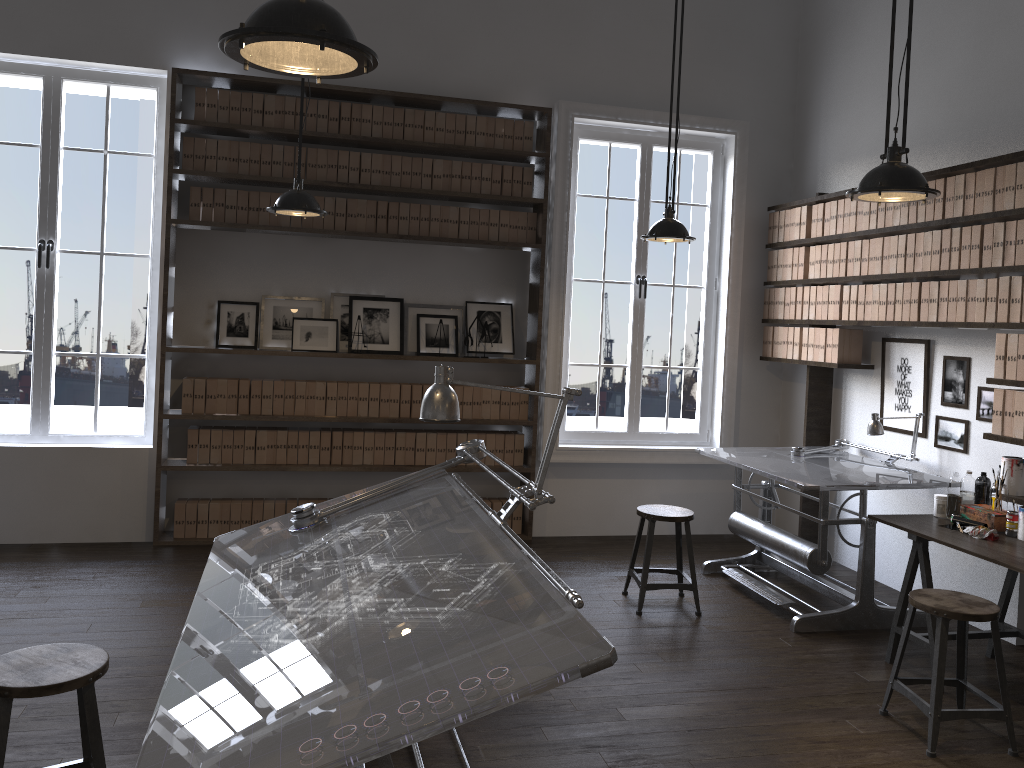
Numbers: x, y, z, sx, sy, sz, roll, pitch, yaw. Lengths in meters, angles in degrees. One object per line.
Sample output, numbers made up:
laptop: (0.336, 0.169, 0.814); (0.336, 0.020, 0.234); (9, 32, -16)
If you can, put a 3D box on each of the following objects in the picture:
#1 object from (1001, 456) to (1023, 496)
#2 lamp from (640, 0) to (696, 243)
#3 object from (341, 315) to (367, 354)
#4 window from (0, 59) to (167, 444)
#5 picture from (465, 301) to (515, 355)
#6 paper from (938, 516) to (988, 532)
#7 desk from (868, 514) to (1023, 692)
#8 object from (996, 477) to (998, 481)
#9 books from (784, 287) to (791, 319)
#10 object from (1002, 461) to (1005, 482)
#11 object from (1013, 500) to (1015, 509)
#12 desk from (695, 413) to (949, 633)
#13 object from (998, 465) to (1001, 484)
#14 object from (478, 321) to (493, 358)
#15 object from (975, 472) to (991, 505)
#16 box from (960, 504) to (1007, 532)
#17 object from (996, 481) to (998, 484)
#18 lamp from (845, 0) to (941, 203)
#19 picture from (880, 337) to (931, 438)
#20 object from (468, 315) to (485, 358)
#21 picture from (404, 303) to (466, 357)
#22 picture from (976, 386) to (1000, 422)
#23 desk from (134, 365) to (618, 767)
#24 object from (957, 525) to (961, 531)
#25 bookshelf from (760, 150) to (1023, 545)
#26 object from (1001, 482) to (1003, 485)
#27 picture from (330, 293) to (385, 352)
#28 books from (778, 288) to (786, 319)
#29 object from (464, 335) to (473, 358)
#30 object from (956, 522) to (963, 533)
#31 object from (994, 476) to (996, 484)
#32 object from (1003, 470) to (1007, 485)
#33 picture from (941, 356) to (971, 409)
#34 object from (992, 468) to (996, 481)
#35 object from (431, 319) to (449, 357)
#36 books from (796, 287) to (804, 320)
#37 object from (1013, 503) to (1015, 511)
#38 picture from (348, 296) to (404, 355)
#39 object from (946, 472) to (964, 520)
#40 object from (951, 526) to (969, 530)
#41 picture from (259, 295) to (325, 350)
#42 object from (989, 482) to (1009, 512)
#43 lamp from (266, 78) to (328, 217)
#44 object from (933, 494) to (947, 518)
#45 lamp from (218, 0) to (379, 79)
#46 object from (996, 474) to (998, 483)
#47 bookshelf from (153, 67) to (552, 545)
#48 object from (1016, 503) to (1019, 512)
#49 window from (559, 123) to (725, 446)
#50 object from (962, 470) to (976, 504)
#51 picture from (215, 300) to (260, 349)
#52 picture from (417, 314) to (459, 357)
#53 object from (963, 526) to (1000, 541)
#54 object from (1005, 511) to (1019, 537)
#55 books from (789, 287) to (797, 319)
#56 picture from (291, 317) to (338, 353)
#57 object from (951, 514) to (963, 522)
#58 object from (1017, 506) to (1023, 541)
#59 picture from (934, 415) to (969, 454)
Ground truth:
object: (2.413, 0.443, 4.262); (0.107, 0.177, 0.107); (2, 2, -12)
lamp: (0.941, -1.943, 5.025); (0.312, 2.250, 0.311); (2, 1, -34)
object: (-1.046, -0.328, 5.887); (0.174, 0.260, 0.040); (2, 1, -14)
window: (-2.948, -0.798, 5.617); (1.482, 2.495, 0.153); (2, 1, -14)
picture: (-0.156, -0.397, 6.263); (0.343, 0.364, 0.161); (2, 2, -14)
paper: (2.061, 0.642, 4.051); (0.137, 0.038, 0.155); (1, 4, -29)
desk: (2.216, 1.039, 3.544); (0.655, 0.668, 1.672); (2, 4, -14)
object: (2.241, 0.505, 4.086); (0.005, 0.147, 0.033); (2, 1, -13)
books: (2.014, -0.562, 6.228); (0.174, 0.225, 0.067); (2, 1, -14)
object: (2.252, 0.467, 4.072); (0.021, 0.228, 0.007); (3, 1, -2)
object: (2.270, 0.599, 3.999); (0.005, 0.147, 0.033); (2, 1, -13)
desk: (1.809, 0.691, 5.120); (1.070, 1.096, 1.272); (2, 3, -14)
object: (2.230, 0.475, 4.062); (0.007, 0.214, 0.055); (3, 1, 21)
object: (-0.185, -0.306, 6.149); (0.110, 0.262, 0.040); (2, 1, -14)
object: (2.266, 0.540, 4.265); (0.068, 0.229, 0.069); (2, 1, -17)
box: (2.208, 0.619, 4.103); (0.137, 0.083, 0.212); (2, 4, -14)
object: (2.230, 0.509, 4.077); (0.005, 0.130, 0.005); (3, 1, -6)
lamp: (1.407, -1.789, 3.136); (0.312, 2.250, 0.311); (2, 1, -34)
picture: (2.367, 0.012, 5.346); (0.040, 0.574, 0.416); (2, 2, -14)
object: (-0.245, -0.327, 6.105); (0.118, 0.304, 0.040); (2, 1, -14)
picture: (-0.539, -0.375, 6.200); (0.433, 0.361, 0.095); (2, 1, -14)
picture: (2.544, 0.113, 4.654); (0.023, 0.183, 0.251); (2, 3, -14)
desk: (-0.407, 0.615, 2.663); (1.076, 1.385, 2.285); (2, 3, -14)
object: (2.038, 0.657, 4.035); (0.005, 0.005, 0.158); (4, 4, 20)
bookshelf: (3.069, 0.626, 2.109); (0.373, 3.202, 9.200); (2, 4, -14)
object: (2.240, 0.456, 4.050); (0.006, 0.017, 0.006); (3, 1, 27)
picture: (-1.061, -0.415, 6.074); (0.369, 0.405, 0.091); (2, 1, -14)
books: (1.993, -0.568, 6.296); (0.174, 0.225, 0.067); (2, 1, -14)
object: (-0.298, -0.257, 6.057); (0.066, 0.165, 0.040); (2, 1, -14)
object: (2.037, 0.650, 4.022); (0.011, 0.017, 0.172); (3, 4, 18)
object: (2.227, 0.499, 4.072); (0.037, 0.153, 0.005); (2, 1, -18)
object: (2.245, 0.482, 4.062); (0.006, 0.192, 0.055); (2, 1, -15)
picture: (2.479, -0.012, 4.942); (0.022, 0.284, 0.202); (2, 2, -15)
object: (2.236, 0.486, 4.080); (0.008, 0.186, 0.071); (2, 1, -13)
object: (-0.489, -0.312, 6.037); (0.124, 0.260, 0.040); (2, 1, -14)
books: (2.050, -0.551, 6.084); (0.174, 0.225, 0.067); (2, 1, -14)
object: (2.267, 0.598, 3.989); (0.005, 0.130, 0.040); (2, 1, -12)
picture: (-0.928, -0.400, 6.053); (0.373, 0.391, 0.149); (2, 1, -14)
object: (2.115, 0.535, 4.228); (0.068, 0.229, 0.069); (2, 1, -17)
object: (2.032, 0.654, 4.016); (0.156, 0.006, 0.006); (0, 4, -34)
picture: (-1.478, -0.407, 5.968); (0.415, 0.365, 0.083); (2, 1, -14)
object: (2.373, 0.518, 4.053); (0.345, 0.146, 0.077); (3, 2, 9)
lamp: (-1.053, -2.001, 4.540); (0.312, 2.250, 0.311); (2, 1, -34)
object: (2.082, 0.591, 4.294); (0.068, 0.104, 0.068); (2, 2, -9)
lamp: (-0.374, -1.776, 1.759); (0.313, 2.250, 0.311); (3, 1, 6)
object: (2.229, 0.489, 4.083); (0.022, 0.180, 0.005); (3, 1, 9)
bookshelf: (-1.057, -0.099, 6.050); (2.472, 3.720, 0.413); (2, 1, -14)
object: (2.288, 0.603, 3.996); (0.005, 0.124, 0.041); (2, 1, -10)
window: (0.927, -0.684, 6.444); (1.244, 2.307, 0.153); (2, 1, -14)
object: (2.184, 0.533, 4.245); (0.068, 0.237, 0.069); (2, 1, -17)
picture: (-1.828, -0.394, 5.902); (0.266, 0.315, 0.058); (2, 1, -14)
picture: (-0.518, -0.338, 6.164); (0.289, 0.290, 0.127); (2, 2, -14)
object: (2.072, 0.648, 3.918); (0.132, 0.050, 0.197); (4, 4, 15)
object: (2.223, 0.622, 3.936); (0.049, 0.112, 0.050); (2, 2, -17)
books: (2.027, -0.557, 6.154); (0.174, 0.225, 0.067); (2, 1, -14)
picture: (-1.320, -0.326, 5.931); (0.299, 0.229, 0.145); (2, 2, -14)
object: (2.096, 0.634, 4.174); (0.049, 0.037, 0.049); (2, 3, -17)
object: (2.277, 0.615, 3.880); (0.104, 0.141, 0.105); (2, 2, -21)
picture: (2.462, 0.280, 4.957); (0.023, 0.183, 0.251); (2, 3, -14)
